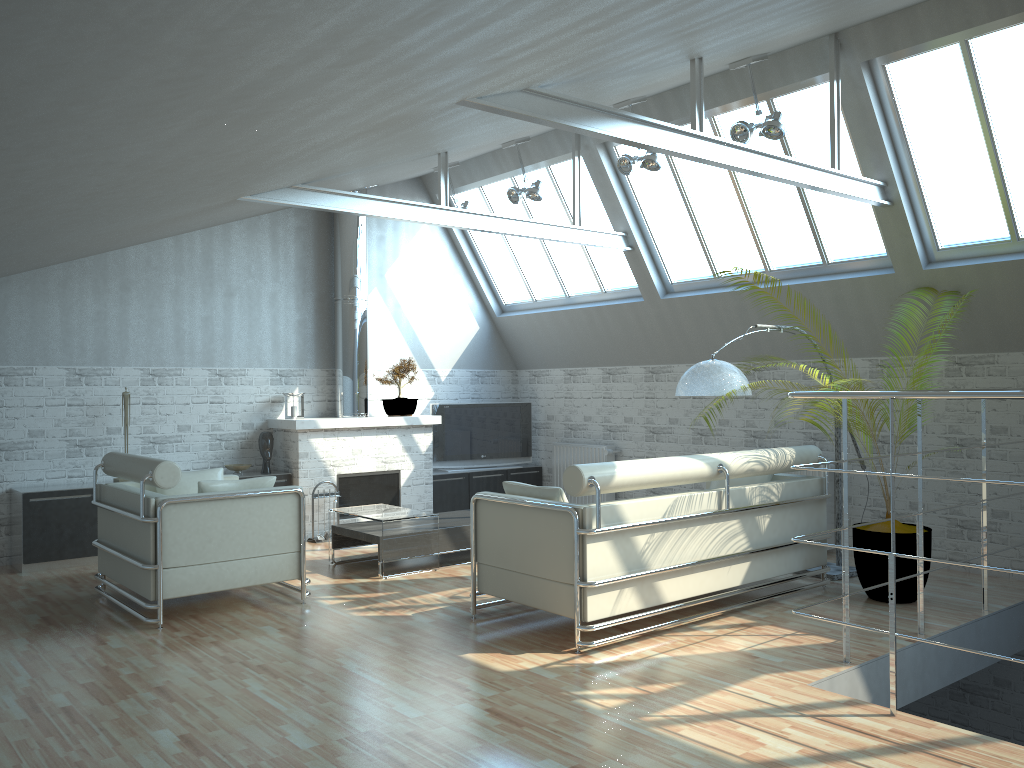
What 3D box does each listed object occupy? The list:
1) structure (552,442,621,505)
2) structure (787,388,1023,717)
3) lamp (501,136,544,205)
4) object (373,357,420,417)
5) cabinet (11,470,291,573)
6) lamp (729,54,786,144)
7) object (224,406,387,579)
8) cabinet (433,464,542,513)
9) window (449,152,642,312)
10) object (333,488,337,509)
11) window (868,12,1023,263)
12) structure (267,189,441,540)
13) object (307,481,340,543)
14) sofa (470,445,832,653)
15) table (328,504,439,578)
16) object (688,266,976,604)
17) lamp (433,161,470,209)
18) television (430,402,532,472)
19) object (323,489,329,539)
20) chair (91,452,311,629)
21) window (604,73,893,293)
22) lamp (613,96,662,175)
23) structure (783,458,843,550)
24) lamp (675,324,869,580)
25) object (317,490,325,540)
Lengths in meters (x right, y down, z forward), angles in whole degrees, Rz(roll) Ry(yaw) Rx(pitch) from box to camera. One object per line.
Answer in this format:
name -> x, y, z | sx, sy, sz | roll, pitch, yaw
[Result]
structure -> 1.617, 2.089, 19.525 | 0.508, 1.524, 1.892 | 0, 0, -39
structure -> 6.778, 1.426, 8.415 | 6.483, 2.781, 5.366 | 0, 0, -39
lamp -> 0.156, -3.926, 16.273 | 0.619, 1.172, 0.808 | 0, 0, -35
object -> -2.427, 0.044, 18.527 | 1.115, 1.265, 0.572 | 0, 0, -36
cabinet -> -6.241, 2.347, 15.779 | 4.572, 1.270, 0.914 | 0, 0, -39
lamp -> 3.357, -3.979, 12.361 | 0.619, 1.172, 0.808 | 0, 0, -35
object -> -3.324, 1.673, 15.258 | 1.528, 2.558, 4.859 | 0, 0, -40
cabinet -> -0.815, 2.450, 20.233 | 3.234, 1.016, 0.908 | 0, 0, -39
window -> 0.649, -3.118, 18.812 | 1.897, 2.787, 4.651 | 0, 0, -39
object -> -3.358, 2.421, 16.856 | 0.026, 0.873, 0.155 | 0, 0, -38
window -> 7.083, -3.225, 10.949 | 1.897, 2.787, 4.651 | 0, 0, -39
structure -> -3.188, -0.619, 18.124 | 3.302, 7.180, 1.309 | 0, 0, -39
object -> -3.536, 2.399, 16.820 | 0.584, 1.124, 0.412 | 0, 0, -39
sofa -> 1.978, 1.883, 11.762 | 4.866, 1.999, 2.199 | 0, 0, -39
table -> -2.079, 2.479, 14.239 | 1.015, 0.867, 1.726 | 0, 0, -39
object -> 4.252, 0.669, 12.002 | 3.777, 4.386, 5.015 | -1, 0, 26
lamp -> -1.244, -3.902, 17.984 | 0.619, 1.172, 0.808 | 0, 0, -35
television -> -0.717, 1.184, 20.248 | 2.577, 1.514, 0.592 | 0, 0, -29
object -> -3.486, 2.451, 16.678 | 0.145, 0.932, 0.065 | -1, 0, 32
chair -> -4.297, 1.942, 12.178 | 2.201, 2.001, 2.507 | 0, 0, -39
window -> 3.866, -3.172, 14.880 | 1.897, 2.787, 4.651 | 0, 0, -39
lamp -> 1.945, -3.956, 14.086 | 0.618, 1.172, 0.808 | 0, 0, -35
structure -> 4.869, 2.035, 15.550 | 0.508, 1.524, 1.892 | 0, 0, -39
lamp -> 4.253, 1.006, 13.031 | 4.621, 3.709, 1.015 | 0, 0, -33
object -> -3.594, 2.444, 16.585 | 0.131, 0.916, 0.146 | 0, 0, -39
